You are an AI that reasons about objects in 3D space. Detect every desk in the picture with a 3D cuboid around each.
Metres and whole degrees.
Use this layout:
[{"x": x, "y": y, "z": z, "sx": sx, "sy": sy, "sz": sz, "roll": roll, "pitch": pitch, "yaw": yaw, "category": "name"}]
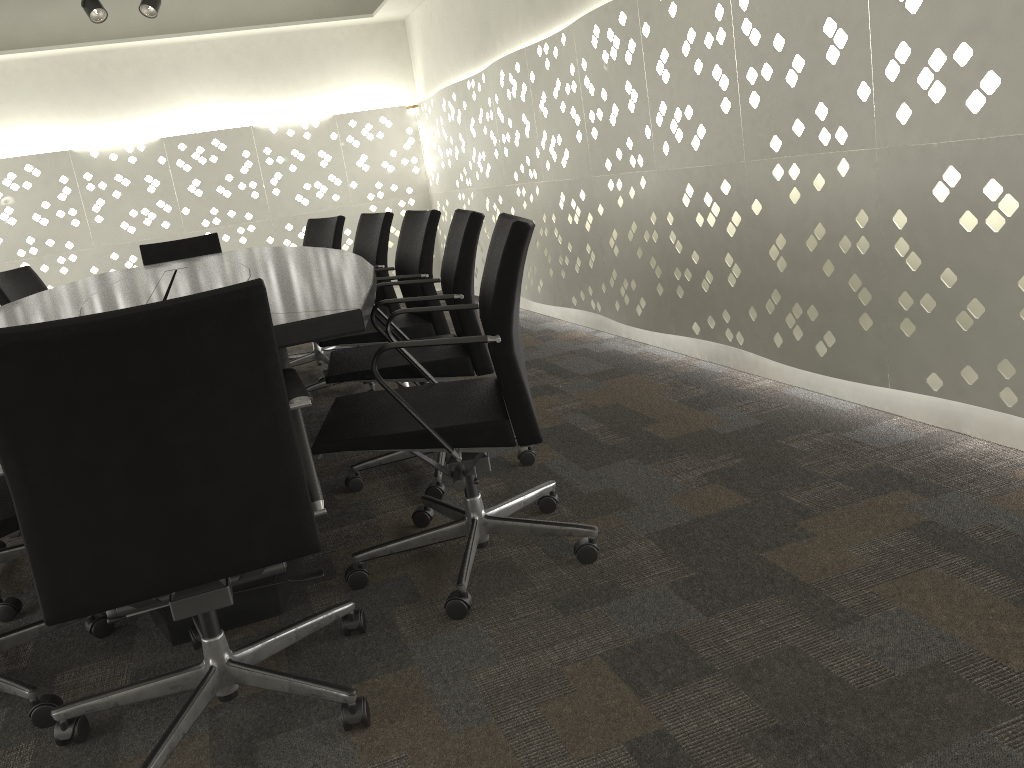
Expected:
[{"x": -1.111, "y": -0.033, "z": 3.101, "sx": 1.223, "sy": 0.658, "sz": 3.364, "roll": -13, "pitch": 14, "yaw": -17, "category": "desk"}]

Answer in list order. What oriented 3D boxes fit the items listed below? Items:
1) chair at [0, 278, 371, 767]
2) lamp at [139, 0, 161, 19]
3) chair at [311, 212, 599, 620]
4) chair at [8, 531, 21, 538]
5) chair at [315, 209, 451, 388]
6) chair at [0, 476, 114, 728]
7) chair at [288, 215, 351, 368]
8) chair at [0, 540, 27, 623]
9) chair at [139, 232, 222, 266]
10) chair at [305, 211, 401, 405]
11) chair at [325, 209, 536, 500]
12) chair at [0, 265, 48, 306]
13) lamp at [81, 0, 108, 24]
[{"x": -0.580, "y": 0.219, "z": 1.515, "sx": 0.559, "sy": 0.757, "sz": 0.579, "roll": -12, "pitch": 14, "yaw": -12, "category": "chair"}, {"x": -1.839, "y": -2.009, "z": 4.577, "sx": 0.214, "sy": 0.224, "sz": 0.118, "roll": -16, "pitch": 15, "yaw": -28, "category": "lamp"}, {"x": -0.145, "y": 0.043, "z": 1.954, "sx": 0.579, "sy": 0.757, "sz": 0.559, "roll": -8, "pitch": 14, "yaw": 2, "category": "chair"}, {"x": -1.775, "y": 0.082, "z": 2.848, "sx": 0.579, "sy": 0.757, "sz": 0.559, "roll": -12, "pitch": 14, "yaw": -12, "category": "chair"}, {"x": -0.461, "y": -0.227, "z": 3.256, "sx": 0.579, "sy": 0.757, "sz": 0.559, "roll": -12, "pitch": 14, "yaw": -12, "category": "chair"}, {"x": -1.159, "y": 0.264, "z": 1.709, "sx": 0.579, "sy": 0.757, "sz": 0.559, "roll": -16, "pitch": 15, "yaw": -27, "category": "chair"}, {"x": -1.047, "y": -0.429, "z": 4.458, "sx": 0.579, "sy": 0.757, "sz": 0.559, "roll": -16, "pitch": 15, "yaw": -27, "category": "chair"}, {"x": -1.473, "y": 0.186, "z": 2.231, "sx": 0.579, "sy": 0.757, "sz": 0.559, "roll": -13, "pitch": 14, "yaw": -17, "category": "chair"}, {"x": -1.683, "y": -0.399, "z": 4.750, "sx": 0.559, "sy": 0.757, "sz": 0.579, "roll": -12, "pitch": 14, "yaw": -12, "category": "chair"}, {"x": -0.716, "y": -0.336, "z": 3.866, "sx": 0.579, "sy": 0.757, "sz": 0.559, "roll": -13, "pitch": 14, "yaw": -17, "category": "chair"}, {"x": -0.272, "y": -0.101, "z": 2.620, "sx": 0.579, "sy": 0.757, "sz": 0.559, "roll": -10, "pitch": 14, "yaw": -3, "category": "chair"}, {"x": -2.052, "y": -0.197, "z": 4.164, "sx": 0.579, "sy": 0.757, "sz": 0.559, "roll": -8, "pitch": 14, "yaw": 2, "category": "chair"}, {"x": -2.100, "y": -1.945, "z": 4.486, "sx": 0.213, "sy": 0.224, "sz": 0.126, "roll": -12, "pitch": 14, "yaw": -14, "category": "lamp"}]
